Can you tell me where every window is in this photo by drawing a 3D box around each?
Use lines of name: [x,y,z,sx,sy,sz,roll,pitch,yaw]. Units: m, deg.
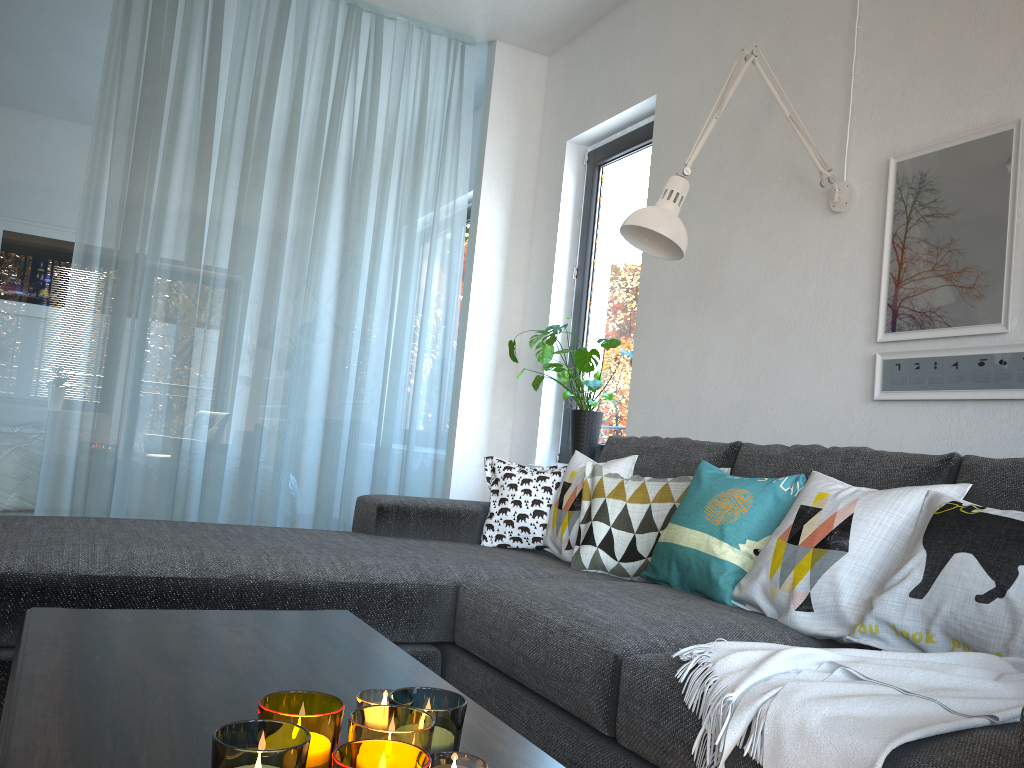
window: [9.203,3.446,14.267,24.389,18.355,13.980,7,-4,-20]

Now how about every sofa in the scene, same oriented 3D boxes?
sofa: [0.023,0.469,1.799,2.165,0.847,2.509,8,-5,-27]

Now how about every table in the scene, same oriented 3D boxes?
table: [-0.314,0.590,1.054,0.570,0.408,1.179,8,-5,-26]

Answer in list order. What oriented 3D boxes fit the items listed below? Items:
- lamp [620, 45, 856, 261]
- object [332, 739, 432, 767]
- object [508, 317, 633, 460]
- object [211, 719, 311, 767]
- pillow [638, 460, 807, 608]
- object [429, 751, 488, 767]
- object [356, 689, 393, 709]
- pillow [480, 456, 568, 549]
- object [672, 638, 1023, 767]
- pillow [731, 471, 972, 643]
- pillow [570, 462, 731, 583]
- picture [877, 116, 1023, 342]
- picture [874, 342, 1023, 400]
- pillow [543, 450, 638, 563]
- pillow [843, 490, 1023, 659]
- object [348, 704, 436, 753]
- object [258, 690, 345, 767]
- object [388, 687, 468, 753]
lamp: [0.671,-0.672,2.630,0.698,0.669,0.200,7,-4,-17]
object: [-0.108,0.339,0.710,0.079,0.081,0.079,8,-4,-32]
object: [0.241,0.030,3.839,0.448,0.674,0.657,8,-5,-36]
object: [-0.210,0.330,0.732,0.079,0.081,0.079,8,-4,-32]
pillow: [0.541,0.366,2.234,0.273,0.340,0.414,8,-4,-27]
object: [-0.053,0.358,0.766,0.060,0.061,0.060,7,-4,-21]
object: [-0.138,0.363,0.941,0.060,0.061,0.060,7,-4,-21]
pillow: [0.048,0.397,2.861,0.334,0.319,0.160,5,-4,9]
object: [0.526,0.500,1.359,0.606,0.212,0.488,8,-5,-30]
pillow: [0.701,0.374,1.921,0.285,0.368,0.436,8,-4,-27]
pillow: [0.399,0.399,2.529,0.454,0.362,0.243,3,-4,30]
picture: [1.142,-0.386,2.334,0.013,0.533,0.390,7,-4,-26]
picture: [1.212,-0.031,2.111,0.021,0.136,0.837,7,-5,-26]
pillow: [0.230,0.376,2.708,0.173,0.343,0.360,8,-4,-27]
pillow: [0.851,0.361,1.611,0.266,0.318,0.382,8,-4,-27]
object: [-0.113,0.345,0.809,0.079,0.081,0.079,8,-4,-32]
object: [-0.200,0.338,0.827,0.079,0.081,0.079,8,-4,-32]
object: [-0.088,0.353,0.883,0.079,0.081,0.079,8,-4,-32]
